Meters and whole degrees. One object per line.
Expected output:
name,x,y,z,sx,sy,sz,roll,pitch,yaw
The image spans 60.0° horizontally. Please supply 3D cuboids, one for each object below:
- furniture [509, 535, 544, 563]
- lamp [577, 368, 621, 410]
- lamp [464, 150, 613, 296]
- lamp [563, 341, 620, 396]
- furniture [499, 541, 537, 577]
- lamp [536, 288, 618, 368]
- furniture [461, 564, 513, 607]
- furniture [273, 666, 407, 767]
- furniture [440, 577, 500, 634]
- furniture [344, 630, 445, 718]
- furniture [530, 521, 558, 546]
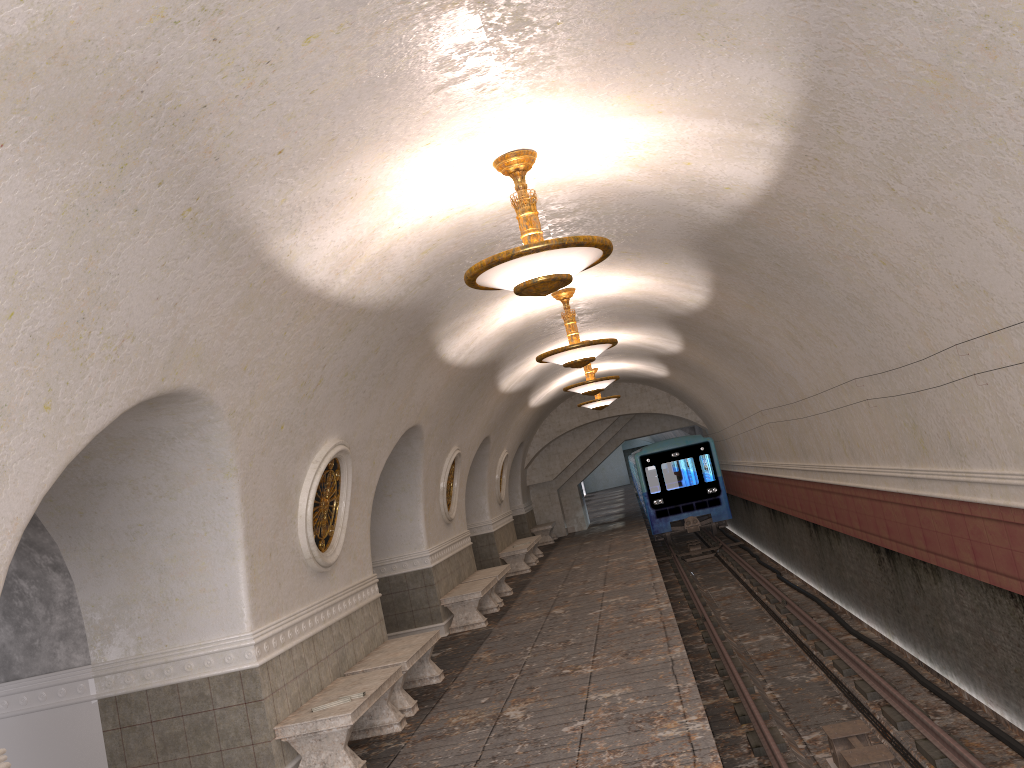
furniture,0.370,3.907,20.776,0.613,0.508,1.509,-13,-6,6
lamp,1.926,0.137,20.240,1.008,0.955,1.008,-8,-8,-38
lamp,0.121,-1.046,5.914,1.008,0.955,1.008,-11,-6,-10
lamp,1.324,-0.257,15.464,1.008,0.955,1.008,-15,-7,22
furniture,0.161,3.770,19.113,0.613,0.508,1.509,-13,-6,6
lamp,0.723,-0.652,10.690,1.008,0.955,1.008,-15,-7,22
furniture,-0.373,3.420,14.880,0.613,0.508,1.509,-13,-6,6
furniture,-1.333,2.791,7.264,0.613,0.508,1.509,-13,-6,6
furniture,-0.582,3.283,13.217,0.613,0.508,1.509,-13,-6,6
furniture,-1.123,2.929,8.926,0.613,0.508,1.509,-13,-6,6
furniture,0.946,4.284,25.345,0.613,0.508,1.509,-13,-6,6
